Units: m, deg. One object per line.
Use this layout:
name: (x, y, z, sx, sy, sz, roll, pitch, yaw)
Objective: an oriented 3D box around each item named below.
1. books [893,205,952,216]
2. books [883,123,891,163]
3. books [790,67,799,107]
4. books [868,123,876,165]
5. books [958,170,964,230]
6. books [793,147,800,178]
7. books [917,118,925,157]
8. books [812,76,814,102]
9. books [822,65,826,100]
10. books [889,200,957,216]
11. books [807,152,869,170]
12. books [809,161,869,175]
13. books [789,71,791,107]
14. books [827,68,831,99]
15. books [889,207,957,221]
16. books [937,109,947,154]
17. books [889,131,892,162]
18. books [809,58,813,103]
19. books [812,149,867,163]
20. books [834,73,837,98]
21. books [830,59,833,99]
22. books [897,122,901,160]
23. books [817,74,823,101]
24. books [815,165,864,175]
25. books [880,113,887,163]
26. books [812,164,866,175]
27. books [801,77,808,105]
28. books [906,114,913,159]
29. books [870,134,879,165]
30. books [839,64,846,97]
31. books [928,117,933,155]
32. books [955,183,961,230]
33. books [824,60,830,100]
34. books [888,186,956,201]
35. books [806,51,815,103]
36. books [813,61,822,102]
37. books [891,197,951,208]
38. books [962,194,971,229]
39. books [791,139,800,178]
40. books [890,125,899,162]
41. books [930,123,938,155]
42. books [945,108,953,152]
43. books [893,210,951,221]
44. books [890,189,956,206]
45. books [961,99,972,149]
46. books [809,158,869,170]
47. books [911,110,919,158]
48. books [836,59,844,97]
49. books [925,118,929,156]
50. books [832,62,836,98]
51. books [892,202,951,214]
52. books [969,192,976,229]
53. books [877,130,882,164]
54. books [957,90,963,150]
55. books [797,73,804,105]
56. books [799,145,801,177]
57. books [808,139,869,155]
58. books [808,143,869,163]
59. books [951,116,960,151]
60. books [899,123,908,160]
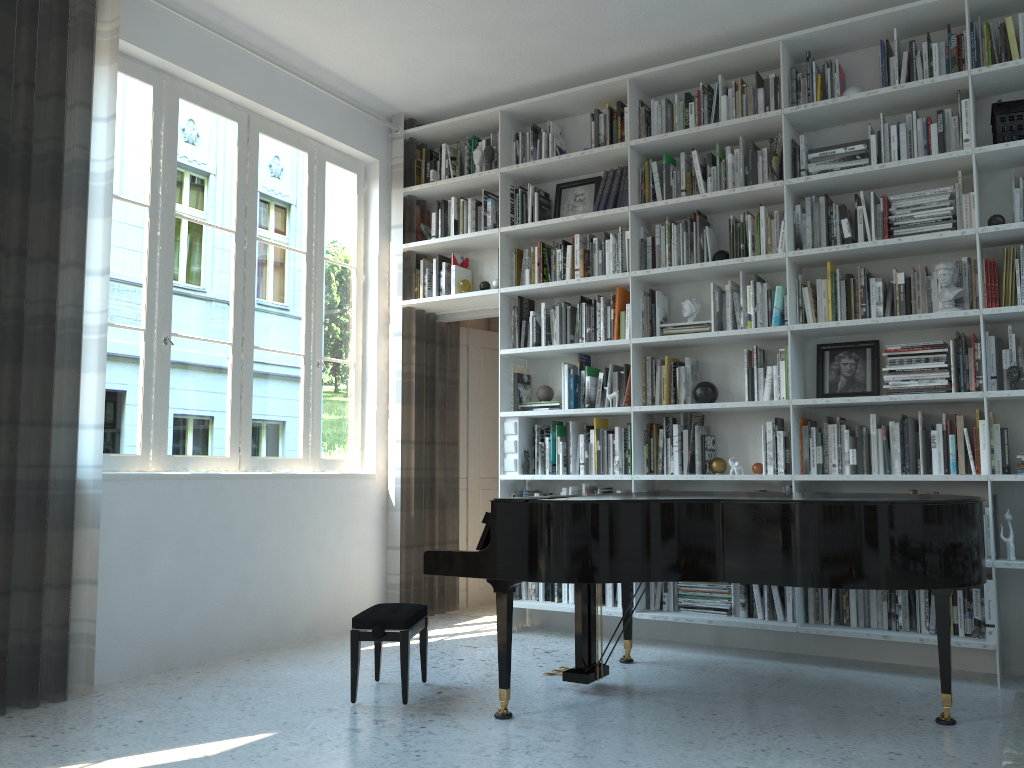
books: (1.988, -0.820, 4.286, 0.254, 0.012, 0.161, -3, -7, 28)
books: (1.865, -1.145, 4.382, 0.021, 0.237, 0.171, -3, -6, 31)
books: (1.492, -1.496, 4.631, 0.026, 0.253, 0.185, -3, -6, 31)
books: (1.799, -1.149, 4.423, 0.012, 0.254, 0.161, -3, -6, 31)
books: (2.135, -0.836, 4.203, 0.012, 0.318, 0.140, -3, -6, 31)
books: (1.493, -1.105, 4.595, 0.027, 0.201, 0.167, -3, -6, 31)
books: (1.990, -1.147, 4.296, 0.023, 0.222, 0.191, -3, -6, 31)
books: (1.584, -1.475, 4.604, 0.011, 0.205, 0.145, -3, -6, 31)
books: (1.625, -1.500, 4.573, 0.014, 0.248, 0.139, -3, -6, 31)
books: (1.991, -0.844, 4.293, 0.285, 0.012, 0.159, -3, -7, 30)
books: (1.667, -1.111, 4.500, 0.285, 0.024, 0.159, -4, -7, 36)
books: (1.669, -1.081, 4.503, 0.285, 0.012, 0.159, -3, -7, 28)
books: (1.486, -1.494, 4.657, 0.012, 0.254, 0.161, -3, -6, 31)
books: (1.643, -1.488, 4.549, 0.016, 0.219, 0.144, -3, -6, 31)
books: (1.988, -0.808, 4.285, 0.285, 0.012, 0.159, -4, -7, 34)
books: (2.067, -1.164, 4.252, 0.032, 0.248, 0.173, -3, -6, 31)
books: (1.885, -1.128, 4.383, 0.011, 0.204, 0.133, -3, -6, 31)
books: (1.569, -1.521, 4.603, 0.010, 0.296, 0.153, -3, -6, 31)
books: (1.669, -1.135, 4.505, 0.254, 0.025, 0.161, -3, -6, 27)
books: (1.673, -1.472, 4.537, 0.010, 0.186, 0.152, -3, -6, 31)
books: (1.651, -1.506, 4.543, 0.005, 0.255, 0.168, -3, -6, 31)
books: (1.916, -1.151, 4.363, 0.012, 0.244, 0.131, -3, -6, 31)
books: (1.601, -1.473, 4.577, 0.023, 0.195, 0.172, -3, -6, 31)
books: (1.666, -1.057, 4.497, 0.254, 0.012, 0.161, -4, -7, 36)
books: (1.843, -1.169, 4.379, 0.011, 0.284, 0.190, -3, -6, 31)
books: (1.669, -1.068, 4.502, 0.254, 0.012, 0.161, -3, -7, 28)
books: (1.537, -1.469, 4.609, 0.026, 0.194, 0.166, -3, -6, 31)
books: (1.963, -1.167, 4.348, 0.029, 0.273, 0.140, -3, -6, 31)
books: (1.813, -1.117, 4.406, 0.025, 0.187, 0.193, -3, -6, 31)
books: (1.695, -1.496, 4.541, 0.004, 0.235, 0.137, -3, -6, 31)
books: (2.027, -1.152, 4.281, 0.012, 0.230, 0.158, -3, -6, 31)
books: (2.116, -0.805, 4.193, 0.012, 0.254, 0.161, -3, -6, 31)
books: (1.633, -1.509, 4.561, 0.013, 0.264, 0.147, -3, -6, 31)
books: (1.989, -0.906, 4.296, 0.285, 0.012, 0.159, -4, -7, 33)
books: (1.561, -1.542, 4.616, 0.014, 0.340, 0.145, -3, -6, 31)
books: (1.580, -1.507, 4.578, 0.011, 0.264, 0.163, -3, -6, 31)
books: (1.986, -0.857, 4.286, 0.254, 0.012, 0.161, -4, -7, 36)
books: (2.151, -0.778, 4.185, 0.030, 0.198, 0.172, -3, -6, 31)
books: (1.486, -1.128, 4.625, 0.012, 0.254, 0.161, -3, -6, 31)
books: (1.893, -1.137, 4.362, 0.027, 0.216, 0.190, -3, -6, 31)
books: (2.042, -1.132, 4.265, 0.029, 0.188, 0.176, -3, -6, 31)
books: (2.102, -1.171, 4.251, 0.029, 0.261, 0.133, -3, -6, 31)
books: (1.990, -0.796, 4.288, 0.254, 0.012, 0.161, -4, -7, 32)
books: (1.985, -0.895, 4.289, 0.285, 0.012, 0.159, -3, -6, 26)
books: (2.138, -1.169, 4.147, 0.037, 0.237, 0.272, -3, -6, 31)
books: (1.670, -1.092, 4.506, 0.285, 0.012, 0.159, -3, -7, 29)
books: (1.975, -1.168, 4.317, 0.023, 0.269, 0.185, -3, -6, 31)
books: (1.678, -1.508, 4.529, 0.011, 0.256, 0.143, -3, -6, 31)
books: (2.020, -1.151, 4.292, 0.010, 0.230, 0.152, -3, -6, 31)
books: (1.669, -1.502, 4.554, 0.013, 0.249, 0.148, -3, -6, 31)
books: (1.989, -0.832, 4.289, 0.254, 0.012, 0.161, -4, -7, 33)
books: (2.180, -0.782, 4.175, 0.030, 0.205, 0.158, -3, -6, 31)
books: (1.849, -1.134, 4.420, 0.024, 0.223, 0.128, -3, -6, 31)
books: (2.141, -1.210, 4.224, 0.012, 0.334, 0.156, -3, -6, 31)
books: (1.523, -1.483, 4.633, 0.023, 0.227, 0.157, -3, -6, 31)
books: (1.516, -1.113, 4.597, 0.013, 0.218, 0.141, -3, -6, 31)
books: (1.674, -1.183, 4.517, 0.285, 0.024, 0.159, -4, -7, 31)
books: (1.671, -1.159, 4.511, 0.285, 0.024, 0.159, -4, -7, 33)
books: (2.119, -1.144, 4.221, 0.029, 0.202, 0.191, -3, -6, 31)
books: (1.929, -1.140, 4.344, 0.028, 0.218, 0.183, -3, -6, 31)
